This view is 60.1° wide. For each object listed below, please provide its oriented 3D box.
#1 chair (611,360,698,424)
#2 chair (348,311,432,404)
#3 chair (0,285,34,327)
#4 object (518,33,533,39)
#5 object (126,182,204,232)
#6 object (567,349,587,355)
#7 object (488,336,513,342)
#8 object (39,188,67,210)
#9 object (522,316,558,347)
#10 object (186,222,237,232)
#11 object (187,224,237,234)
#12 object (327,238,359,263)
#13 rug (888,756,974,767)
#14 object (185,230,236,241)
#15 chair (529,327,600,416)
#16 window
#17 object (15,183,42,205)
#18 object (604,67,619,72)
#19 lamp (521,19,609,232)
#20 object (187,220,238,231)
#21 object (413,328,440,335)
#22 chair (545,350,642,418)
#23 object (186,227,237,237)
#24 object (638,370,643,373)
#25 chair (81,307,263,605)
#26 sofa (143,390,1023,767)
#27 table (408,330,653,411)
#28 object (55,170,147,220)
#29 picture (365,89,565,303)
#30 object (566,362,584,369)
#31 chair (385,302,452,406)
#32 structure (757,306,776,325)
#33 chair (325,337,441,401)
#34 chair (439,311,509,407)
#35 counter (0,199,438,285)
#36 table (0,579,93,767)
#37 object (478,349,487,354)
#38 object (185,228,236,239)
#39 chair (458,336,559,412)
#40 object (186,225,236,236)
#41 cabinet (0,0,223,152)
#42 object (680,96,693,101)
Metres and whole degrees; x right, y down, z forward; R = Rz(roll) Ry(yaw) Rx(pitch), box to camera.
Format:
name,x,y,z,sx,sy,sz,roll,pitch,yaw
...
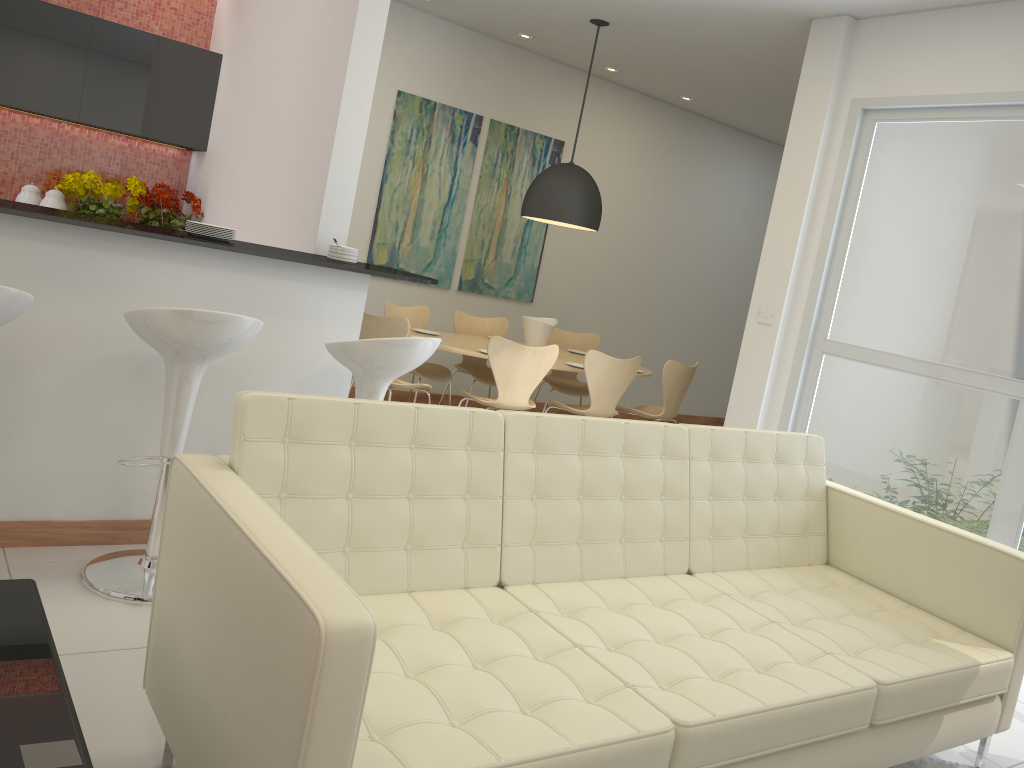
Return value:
name,x,y,z,sx,sy,sz,roll,pitch,yaw
chair,1.034,0.225,6.645,0.519,0.903,0.520,15,7,37
chair,-0.798,-0.018,5.777,0.525,0.903,0.514,15,7,38
chair,-1.781,0.151,2.697,0.455,1.016,0.468,9,6,-25
object,0.108,-2.852,7.257,0.129,0.010,0.130,12,8,9
object,-2.320,-1.124,5.946,0.526,0.447,0.502,15,8,34
object,0.559,-0.260,7.361,0.212,0.015,0.210,16,9,32
object,-0.094,-0.355,7.108,0.209,0.015,0.212,9,8,-18
object,-2.881,-1.092,5.556,0.160,0.282,0.160,13,5,15
object,0.186,-0.368,6.633,0.271,0.279,0.262,11,6,-1
object,-1.283,-0.665,3.786,0.210,0.015,0.211,12,8,8
object,-1.285,-0.658,3.786,0.210,0.015,0.211,12,8,8
object,-0.818,-0.643,4.228,0.173,0.097,0.141,5,9,-43
rug,0.907,1.351,1.590,3.316,0.004,2.466,6,9,-34
object,-1.290,-0.631,3.788,0.210,0.015,0.211,12,8,8
chair,0.459,0.006,7.405,0.520,0.903,0.519,10,5,-12
window,2.776,0.003,4.038,0.121,2.701,3.464,8,7,-36
object,-3.060,-1.134,5.607,0.160,0.282,0.160,13,5,15
object,0.878,-2.776,7.815,0.129,0.010,0.130,12,8,9
lamp,0.496,-1.915,6.518,0.592,1.487,0.599,8,6,-34
object,-1.282,-0.672,3.785,0.210,0.015,0.211,12,8,8
object,-0.632,-0.381,6.527,0.209,0.015,0.212,9,8,-14
chair,0.516,0.188,6.165,0.519,0.903,0.520,7,7,-36
object,-1.288,-0.645,3.787,0.210,0.015,0.211,12,8,8
object,0.898,-0.109,6.751,0.211,0.015,0.210,14,8,19
chair,-1.192,0.209,3.123,0.455,1.016,0.468,9,6,-25
sofa,0.413,0.646,2.562,2.556,0.918,1.010,6,8,-36
table,0.071,0.118,6.678,2.254,0.726,1.291,6,9,-35
object,-2.657,-1.156,5.698,0.520,0.447,0.507,7,8,-33
picture,-0.365,-1.553,7.644,1.732,1.500,0.020,7,6,-36
object,0.483,-0.125,6.270,0.211,0.015,0.211,13,8,10
chair,-0.720,-0.115,6.586,0.519,0.903,0.520,15,6,33
structure,1.577,-0.428,5.491,0.013,0.104,0.115,8,7,-36
chair,-0.604,0.266,3.553,0.468,1.016,0.456,15,7,40
chair,-0.239,-0.083,7.046,0.519,0.903,0.520,8,6,-32
counter,-1.615,-0.628,3.410,2.954,0.019,0.742,6,10,-36
table,-1.186,0.733,1.523,0.698,0.420,0.925,6,9,-36
object,-0.126,-0.206,5.982,0.210,0.015,0.212,10,8,-10
object,-1.289,-0.638,3.788,0.210,0.015,0.211,12,8,8
chair,-0.077,0.126,5.769,0.519,0.903,0.520,8,6,-29
object,-1.286,-0.651,3.787,0.210,0.015,0.211,12,8,8
cabinet,-3.405,-2.064,5.188,3.231,0.656,0.355,6,7,-36
object,1.648,-2.700,8.373,0.129,0.010,0.130,12,8,9
